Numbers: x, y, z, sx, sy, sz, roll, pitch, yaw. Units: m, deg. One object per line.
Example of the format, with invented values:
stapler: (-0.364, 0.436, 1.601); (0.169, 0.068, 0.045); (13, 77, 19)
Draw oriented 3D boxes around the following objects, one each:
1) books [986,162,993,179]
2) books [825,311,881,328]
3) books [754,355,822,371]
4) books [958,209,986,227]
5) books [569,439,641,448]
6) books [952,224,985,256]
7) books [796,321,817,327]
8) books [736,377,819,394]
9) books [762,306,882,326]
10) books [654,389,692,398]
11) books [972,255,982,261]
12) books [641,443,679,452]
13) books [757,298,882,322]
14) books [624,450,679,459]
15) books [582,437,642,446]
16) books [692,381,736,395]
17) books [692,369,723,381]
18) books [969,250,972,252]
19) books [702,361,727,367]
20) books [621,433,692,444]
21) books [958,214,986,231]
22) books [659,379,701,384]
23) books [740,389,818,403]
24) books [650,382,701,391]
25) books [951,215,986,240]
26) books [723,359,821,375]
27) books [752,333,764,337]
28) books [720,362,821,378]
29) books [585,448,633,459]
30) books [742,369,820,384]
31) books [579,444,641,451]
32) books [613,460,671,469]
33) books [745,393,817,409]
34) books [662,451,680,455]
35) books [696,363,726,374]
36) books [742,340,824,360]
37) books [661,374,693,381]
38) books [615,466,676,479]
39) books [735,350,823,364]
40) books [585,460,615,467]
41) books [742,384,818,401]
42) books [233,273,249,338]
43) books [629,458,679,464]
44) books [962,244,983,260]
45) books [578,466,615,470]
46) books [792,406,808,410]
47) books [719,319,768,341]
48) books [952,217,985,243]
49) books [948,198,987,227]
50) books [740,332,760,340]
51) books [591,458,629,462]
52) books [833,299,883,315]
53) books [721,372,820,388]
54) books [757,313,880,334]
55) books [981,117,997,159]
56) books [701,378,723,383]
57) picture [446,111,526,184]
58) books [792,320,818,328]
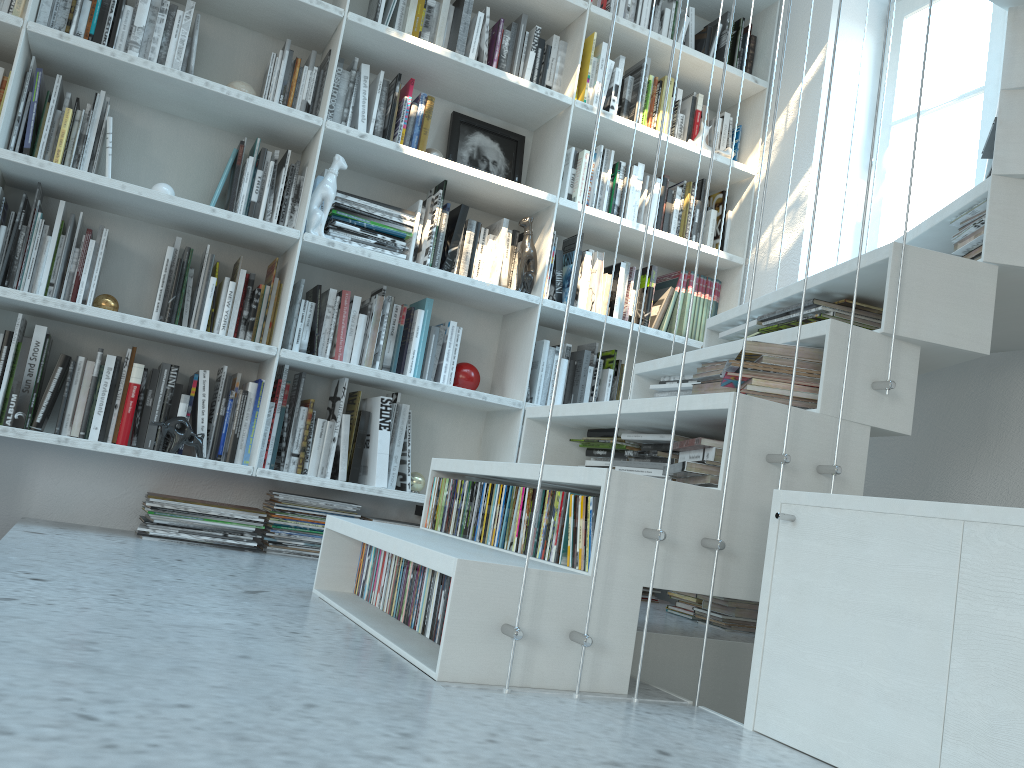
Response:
books: (1.134, -0.449, 1.830); (0.256, 0.010, 0.163); (6, -8, 21)
books: (0.751, -0.134, 2.131); (0.144, 0.011, 0.257); (12, -8, -17)
books: (0.590, -0.023, 1.833); (0.184, 0.016, 0.179); (9, -8, 4)
books: (1.111, -0.334, 1.864); (0.266, 0.008, 0.163); (10, -8, -4)
books: (0.279, 0.162, 2.261); (0.198, 0.006, 0.188); (13, -9, -28)
books: (1.100, -0.293, 1.857); (0.262, 0.023, 0.200); (9, -8, 3)
books: (0.732, -0.106, 2.124); (0.187, 0.009, 0.261); (11, -8, -14)
books: (0.580, 0.020, 1.811); (0.214, 0.014, 0.138); (9, -8, 3)
books: (0.743, -0.145, 2.130); (0.174, 0.009, 0.240); (11, -8, -15)
books: (0.508, 0.038, 2.354); (0.150, 0.016, 0.240); (13, -9, -26)
books: (1.097, -0.248, 1.854); (0.223, 0.015, 0.180); (9, -8, 0)
books: (0.402, 0.159, 2.072); (0.133, 0.017, 0.178); (12, -8, -20)
books: (0.736, -0.158, 2.129); (0.191, 0.013, 0.244); (11, -8, -13)
books: (0.375, 0.176, 2.058); (0.189, 0.012, 0.155); (12, -8, -21)
books: (0.299, 0.157, 2.270); (0.161, 0.012, 0.195); (13, -9, -27)
books: (0.551, 0.028, 2.061); (0.178, 0.035, 0.222); (12, -8, -19)
books: (0.552, -0.006, 2.077); (0.218, 0.012, 0.156); (10, -8, -8)
books: (1.102, -0.275, 1.869); (0.208, 0.008, 0.144); (10, -8, -4)
books: (0.554, -0.033, 2.087); (0.155, 0.009, 0.155); (13, -8, -24)
books: (0.383, 0.138, 2.063); (0.177, 0.014, 0.194); (14, -9, -29)
books: (1.109, -0.320, 1.885); (0.262, 0.016, 0.132); (10, -8, -1)
books: (0.508, 0.012, 2.355); (0.157, 0.014, 0.180); (13, -9, -28)
books: (0.580, 0.046, 1.834); (0.254, 0.007, 0.189); (9, -8, 3)
books: (0.496, 0.022, 2.349); (0.173, 0.011, 0.203); (14, -9, -29)
books: (1.108, -0.310, 1.872); (0.285, 0.007, 0.160); (9, -8, 2)
books: (0.586, -0.014, 1.815); (0.295, 0.007, 0.146); (8, -8, 10)
books: (0.702, -0.097, 2.421); (0.162, 0.008, 0.290); (10, -8, -5)
books: (0.584, -0.007, 1.814); (0.295, 0.007, 0.146); (9, -8, 6)
books: (0.298, 0.189, 2.268); (0.140, 0.022, 0.181); (14, -9, -30)
books: (0.585, 0.004, 1.828); (0.231, 0.011, 0.172); (8, -8, 12)
books: (0.294, 0.173, 2.267); (0.160, 0.009, 0.208); (13, -9, -28)
books: (0.372, 0.202, 2.055); (0.184, 0.013, 0.225); (13, -9, -27)
books: (0.577, 0.054, 1.823); (0.215, 0.013, 0.189); (8, -8, 8)
books: (0.405, 0.173, 2.072); (0.129, 0.008, 0.185); (13, -9, -25)
books: (0.554, -0.021, 2.080); (0.166, 0.017, 0.190); (12, -8, -21)
books: (0.593, -0.049, 1.830); (0.233, 0.025, 0.158); (8, -8, 13)
books: (0.513, -0.002, 2.358); (0.157, 0.014, 0.180); (13, -9, -26)
books: (0.370, 0.216, 2.054); (0.175, 0.016, 0.207); (14, -9, -29)
books: (0.589, -0.036, 1.820); (0.254, 0.005, 0.161); (8, -8, 8)
books: (0.293, 0.217, 2.265); (0.146, 0.015, 0.166); (14, -9, -29)
books: (0.579, 0.035, 1.822); (0.221, 0.011, 0.180); (8, -8, 7)
books: (-0.888, -0.235, 2.859); (0.016, 0.230, 0.138); (13, -8, -24)
books: (0.385, 0.191, 2.062); (0.150, 0.013, 0.220); (12, -8, -19)
books: (1.100, -0.264, 1.857); (0.238, 0.018, 0.173); (9, -8, 3)
books: (0.278, 0.227, 2.257); (0.159, 0.012, 0.225); (12, -8, -16)
books: (0.575, 0.067, 1.827); (0.206, 0.012, 0.183); (9, -8, 3)
books: (0.702, -0.132, 2.425); (0.190, 0.015, 0.230); (11, -8, -10)
books: (1.107, -0.304, 1.869); (0.290, 0.006, 0.149); (9, -8, 5)
books: (1.113, -0.340, 1.879); (0.300, 0.007, 0.159); (9, -8, 1)
books: (0.703, -0.104, 2.422); (0.168, 0.005, 0.292); (10, -8, -6)
books: (0.302, 0.206, 2.269); (0.132, 0.010, 0.198); (12, -8, -20)
books: (0.764, -0.162, 2.137); (0.134, 0.007, 0.298); (11, -8, -15)
books: (0.582, 0.010, 1.812); (0.295, 0.006, 0.146); (8, -8, 10)
books: (0.736, -0.127, 2.127); (0.177, 0.007, 0.254); (12, -8, -16)
books: (1.140, -0.505, 1.831); (0.283, 0.012, 0.175); (6, -8, 21)
books: (0.543, 0.007, 2.093); (0.159, 0.012, 0.129); (11, -8, -9)
picture: (-0.100, -0.831, 3.296); (0.300, 0.299, 0.077); (13, -8, -24)
books: (0.744, -0.115, 2.128); (0.154, 0.014, 0.197); (11, -8, -11)
